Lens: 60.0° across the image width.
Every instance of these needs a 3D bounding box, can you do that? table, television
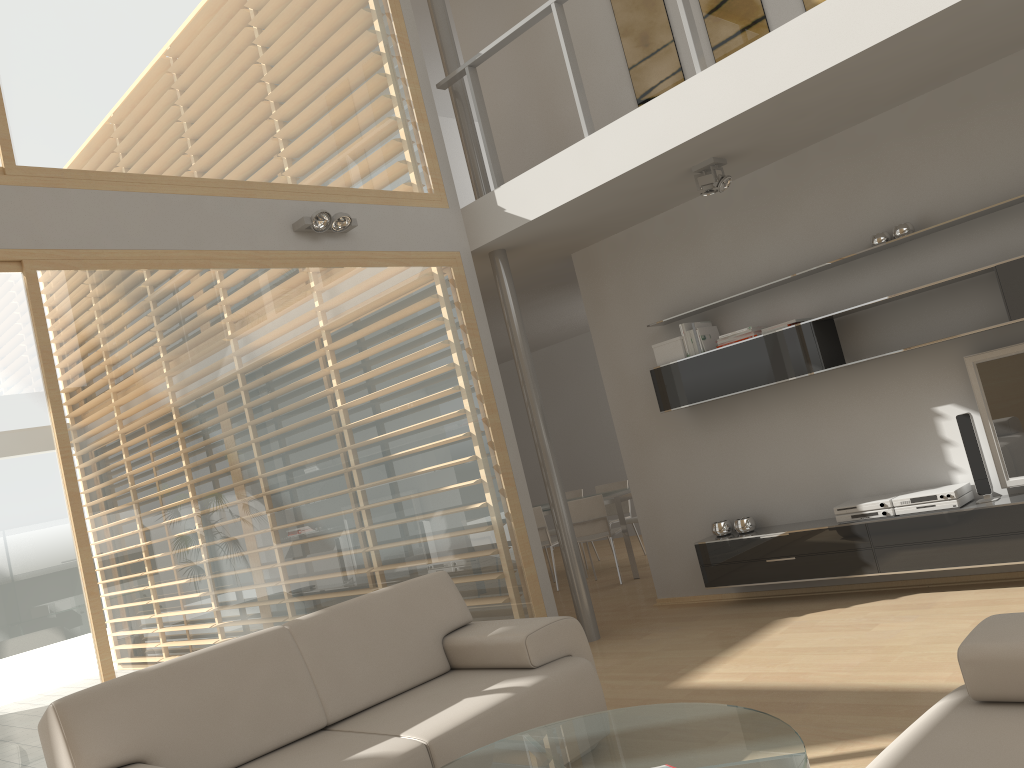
[{"bbox_3d":[0.231,1.260,2.396,1.198,0.370,1.198,-11,-6,-28],"label":"table"},{"bbox_3d":[2.985,0.064,4.393,0.096,0.735,1.224,-8,-7,-45],"label":"television"},{"bbox_3d":[0.615,1.578,9.034,0.900,0.746,2.199,-8,-7,-46],"label":"table"}]

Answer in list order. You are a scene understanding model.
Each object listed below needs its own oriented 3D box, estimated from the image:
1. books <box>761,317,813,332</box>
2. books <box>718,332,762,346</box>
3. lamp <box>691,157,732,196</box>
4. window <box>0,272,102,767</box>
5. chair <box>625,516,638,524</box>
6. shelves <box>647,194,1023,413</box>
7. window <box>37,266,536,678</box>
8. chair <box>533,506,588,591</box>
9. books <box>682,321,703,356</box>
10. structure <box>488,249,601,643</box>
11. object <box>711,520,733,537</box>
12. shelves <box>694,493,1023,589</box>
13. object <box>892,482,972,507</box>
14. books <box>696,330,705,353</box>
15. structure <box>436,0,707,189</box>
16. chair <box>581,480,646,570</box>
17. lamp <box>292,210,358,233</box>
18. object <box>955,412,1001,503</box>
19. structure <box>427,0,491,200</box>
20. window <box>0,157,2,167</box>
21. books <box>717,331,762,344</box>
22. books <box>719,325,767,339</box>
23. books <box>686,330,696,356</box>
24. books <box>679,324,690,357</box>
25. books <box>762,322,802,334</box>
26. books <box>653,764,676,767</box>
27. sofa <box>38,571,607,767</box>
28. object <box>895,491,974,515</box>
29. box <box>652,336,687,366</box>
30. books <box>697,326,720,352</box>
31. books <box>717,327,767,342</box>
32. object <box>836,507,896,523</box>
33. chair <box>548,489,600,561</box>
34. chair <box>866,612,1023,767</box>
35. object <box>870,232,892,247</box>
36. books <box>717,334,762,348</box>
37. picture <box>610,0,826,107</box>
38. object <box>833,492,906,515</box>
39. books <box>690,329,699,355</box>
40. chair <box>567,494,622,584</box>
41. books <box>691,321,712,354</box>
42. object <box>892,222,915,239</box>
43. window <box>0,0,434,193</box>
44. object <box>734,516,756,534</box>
[{"bbox_3d":[1.688,-0.363,5.441,0.227,0.017,0.230,-8,-7,-46],"label":"books"},{"bbox_3d":[1.476,-0.287,5.644,0.190,0.011,0.268,-9,-7,-44],"label":"books"},{"bbox_3d":[1.184,-1.209,5.219,0.150,0.195,0.214,-8,-7,-46],"label":"lamp"},{"bbox_3d":[-2.785,0.840,2.975,2.525,2.500,0.020,-8,-7,-46],"label":"window"},{"bbox_3d":[1.423,1.338,8.888,0.501,0.807,0.455,-8,-7,-46],"label":"chair"},{"bbox_3d":[2.513,-0.449,4.634,0.300,0.914,4.236,-8,-7,-46],"label":"shelves"},{"bbox_3d":[-0.983,0.571,4.795,2.525,2.500,0.020,-8,-7,-46],"label":"window"},{"bbox_3d":[0.336,1.583,8.682,0.455,0.807,0.501,-18,-7,39],"label":"chair"},{"bbox_3d":[1.233,-0.301,5.923,0.230,0.227,0.017,-8,-7,-46],"label":"books"},{"bbox_3d":[0.213,0.392,6.008,0.121,2.700,0.122,-17,-6,32],"label":"structure"},{"bbox_3d":[1.410,0.969,5.953,0.143,0.091,0.143,-12,-5,-14],"label":"object"},{"bbox_3d":[2.794,0.711,4.528,0.300,0.312,4.236,-8,-7,-46],"label":"shelves"},{"bbox_3d":[2.342,0.623,4.957,0.262,0.049,0.349,-8,-7,-46],"label":"object"},{"bbox_3d":[1.295,-0.286,5.849,0.207,0.156,0.009,-8,-7,-46],"label":"books"},{"bbox_3d":[1.448,-2.241,4.202,0.080,0.900,5.400,-8,-7,-46],"label":"structure"},{"bbox_3d":[1.008,1.482,9.359,0.501,0.807,0.455,-8,-7,-46],"label":"chair"},{"bbox_3d":[-1.050,-0.917,5.069,0.360,0.110,0.183,-8,-7,-46],"label":"lamp"},{"bbox_3d":[2.513,0.394,4.806,0.111,0.483,0.116,-18,-7,41],"label":"object"},{"bbox_3d":[-0.455,-2.367,6.261,0.121,2.400,0.122,-17,-6,32],"label":"structure"},{"bbox_3d":[-3.453,-1.919,3.228,2.525,2.200,0.020,-8,-7,-46],"label":"window"},{"bbox_3d":[1.465,-0.298,5.652,0.254,0.015,0.190,-18,-7,40],"label":"books"},{"bbox_3d":[1.473,-0.331,5.654,0.227,0.017,0.230,-18,-7,39],"label":"books"},{"bbox_3d":[1.249,-0.277,5.899,0.230,0.169,0.027,-8,-7,-46],"label":"books"},{"bbox_3d":[1.216,-0.296,5.931,0.230,0.227,0.017,-8,-7,-46],"label":"books"},{"bbox_3d":[1.686,-0.345,5.451,0.254,0.015,0.190,-9,-7,-39],"label":"books"},{"bbox_3d":[0.280,1.014,2.128,0.440,0.037,0.297,-11,-6,-26],"label":"books"},{"bbox_3d":[-0.671,1.323,3.396,2.093,0.846,1.168,-8,-7,-46],"label":"sofa"},{"bbox_3d":[2.358,0.670,4.957,0.250,0.049,0.349,-8,-7,-46],"label":"object"},{"bbox_3d":[1.120,-0.227,5.994,0.232,0.149,0.232,-8,-7,-46],"label":"box"},{"bbox_3d":[1.312,-0.297,5.849,0.230,0.169,0.023,-8,-7,-46],"label":"books"},{"bbox_3d":[1.465,-0.314,5.645,0.190,0.015,0.254,-9,-7,-44],"label":"books"},{"bbox_3d":[2.111,0.752,5.199,0.262,0.049,0.349,-8,-7,-46],"label":"object"},{"bbox_3d":[0.564,1.630,9.799,0.501,0.807,0.455,-8,-7,-46],"label":"chair"},{"bbox_3d":[1.115,0.722,1.560,1.562,0.846,1.165,-8,-7,-46],"label":"chair"},{"bbox_3d":[2.113,-0.825,5.081,0.115,0.081,0.115,-16,-6,25],"label":"object"},{"bbox_3d":[1.481,-0.276,5.640,0.210,0.013,0.297,-8,-7,-46],"label":"books"},{"bbox_3d":[1.267,-2.926,5.693,0.010,1.800,1.684,-8,-7,-46],"label":"picture"},{"bbox_3d":[2.100,0.705,5.203,0.262,0.049,0.349,-8,-7,-46],"label":"object"},{"bbox_3d":[1.274,-0.284,5.885,0.230,0.169,0.027,-8,-7,-46],"label":"books"},{"bbox_3d":[0.789,1.425,8.163,0.455,0.807,0.501,-16,-6,24],"label":"chair"},{"bbox_3d":[1.277,-0.308,5.861,0.207,0.210,0.021,-8,-7,-46],"label":"books"},{"bbox_3d":[2.183,-0.854,4.949,0.115,0.081,0.115,-16,-6,25],"label":"object"},{"bbox_3d":[-1.651,-2.188,5.048,2.525,2.200,0.020,-8,-7,-46],"label":"window"},{"bbox_3d":[1.531,0.928,5.830,0.143,0.091,0.143,-12,-5,-14],"label":"object"}]
